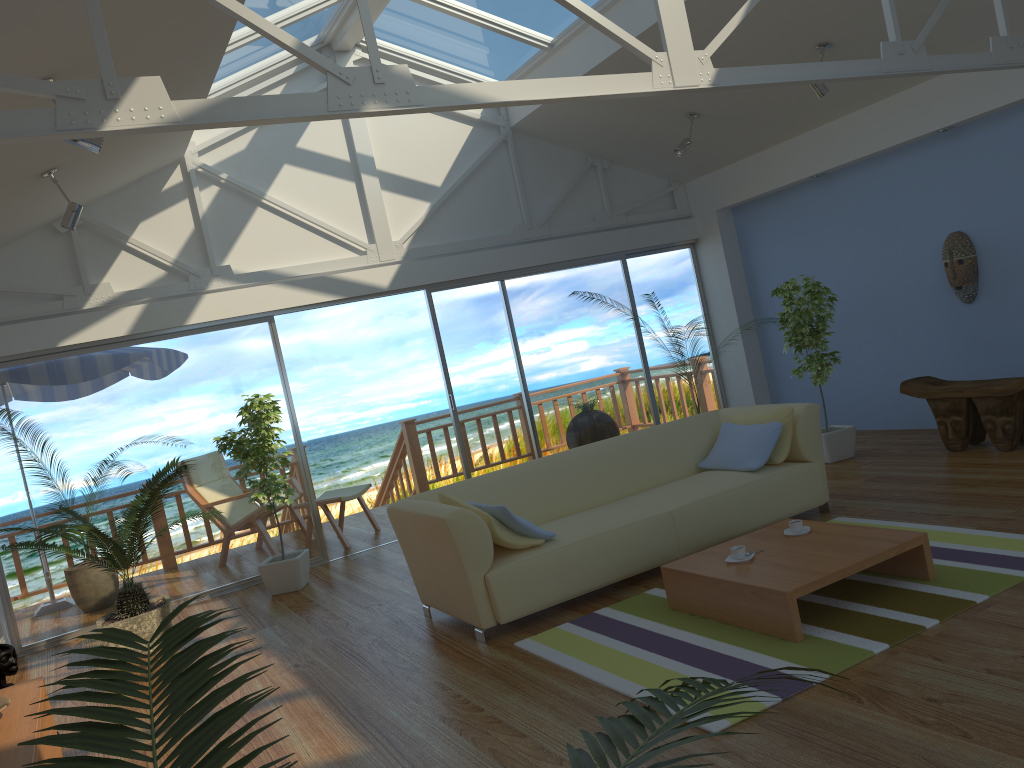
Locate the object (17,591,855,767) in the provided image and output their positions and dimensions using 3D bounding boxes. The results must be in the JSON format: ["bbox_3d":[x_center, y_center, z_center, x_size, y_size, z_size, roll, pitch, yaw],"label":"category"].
[{"bbox_3d":[-0.096,0.786,0.566,1.413,1.093,1.488,-12,2,6],"label":"object"}]

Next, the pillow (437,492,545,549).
[{"bbox_3d":[-0.117,0.676,4.490,0.275,0.312,0.571,-13,2,-29],"label":"pillow"}]

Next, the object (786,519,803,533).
[{"bbox_3d":[1.314,0.644,4.102,0.062,0.077,0.086,-11,3,33],"label":"object"}]

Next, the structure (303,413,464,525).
[{"bbox_3d":[-1.509,1.378,9.332,6.950,2.064,4.086,-13,2,-27],"label":"structure"}]

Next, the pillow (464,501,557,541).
[{"bbox_3d":[-0.029,0.693,4.541,0.272,0.244,0.566,-13,2,-29],"label":"pillow"}]

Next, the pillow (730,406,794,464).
[{"bbox_3d":[1.440,0.309,5.286,0.201,0.311,0.559,-13,2,-26],"label":"pillow"}]

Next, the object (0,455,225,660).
[{"bbox_3d":[-2.482,1.116,5.441,1.413,1.093,1.488,-14,3,-44],"label":"object"}]

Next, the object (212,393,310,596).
[{"bbox_3d":[-1.671,0.749,6.215,0.699,1.409,0.495,-11,3,36],"label":"object"}]

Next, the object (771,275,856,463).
[{"bbox_3d":[2.281,-0.121,6.602,0.495,1.409,0.699,-12,2,16],"label":"object"}]

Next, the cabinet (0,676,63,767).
[{"bbox_3d":[-1.591,1.354,2.536,0.500,0.468,1.911,-13,2,-27],"label":"cabinet"}]

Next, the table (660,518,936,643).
[{"bbox_3d":[1.220,0.819,3.863,0.800,0.198,0.800,-13,2,-27],"label":"table"}]

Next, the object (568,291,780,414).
[{"bbox_3d":[1.615,-0.161,7.576,1.706,1.695,1.563,-14,3,-35],"label":"object"}]

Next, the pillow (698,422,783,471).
[{"bbox_3d":[1.334,0.371,5.241,0.272,0.244,0.566,-13,2,-24],"label":"pillow"}]

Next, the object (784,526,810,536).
[{"bbox_3d":[1.317,0.683,4.096,0.118,0.016,0.118,-12,2,18],"label":"object"}]

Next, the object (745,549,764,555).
[{"bbox_3d":[1.069,0.738,3.908,0.119,0.021,0.025,-14,3,-36],"label":"object"}]

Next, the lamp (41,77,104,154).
[{"bbox_3d":[-1.953,-1.172,3.910,0.254,0.327,0.118,-14,3,-44],"label":"lamp"}]

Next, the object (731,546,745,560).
[{"bbox_3d":[0.991,0.737,3.875,0.062,0.049,0.078,-12,2,9],"label":"object"}]

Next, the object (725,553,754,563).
[{"bbox_3d":[0.994,0.761,3.868,0.118,0.016,0.118,-11,2,29],"label":"object"}]

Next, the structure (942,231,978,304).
[{"bbox_3d":[3.268,-0.844,6.504,0.115,0.541,0.254,-13,2,-27],"label":"structure"}]

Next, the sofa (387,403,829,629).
[{"bbox_3d":[0.615,0.655,5.012,2.448,0.597,0.950,-13,2,-27],"label":"sofa"}]

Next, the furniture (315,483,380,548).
[{"bbox_3d":[-1.509,1.160,7.700,0.449,0.427,0.619,-12,2,18],"label":"furniture"}]

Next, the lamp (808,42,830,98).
[{"bbox_3d":[2.069,-2.109,5.978,0.195,0.351,0.127,-13,2,-9],"label":"lamp"}]

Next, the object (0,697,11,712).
[{"bbox_3d":[-1.849,1.138,2.946,0.337,0.053,0.337,-13,2,-26],"label":"object"}]

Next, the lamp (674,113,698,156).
[{"bbox_3d":[1.414,-2.027,7.218,0.254,0.327,0.118,-13,2,-9],"label":"lamp"}]

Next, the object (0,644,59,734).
[{"bbox_3d":[-2.273,1.420,4.030,0.292,0.517,0.291,-12,2,9],"label":"object"}]

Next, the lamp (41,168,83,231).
[{"bbox_3d":[-2.598,-1.066,5.143,0.194,0.353,0.125,-14,3,-44],"label":"lamp"}]

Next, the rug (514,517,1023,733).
[{"bbox_3d":[1.234,0.926,3.880,2.100,0.018,1.400,-13,2,-27],"label":"rug"}]

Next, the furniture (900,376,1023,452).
[{"bbox_3d":[3.150,0.178,5.943,0.329,0.507,1.100,-13,2,-26],"label":"furniture"}]
